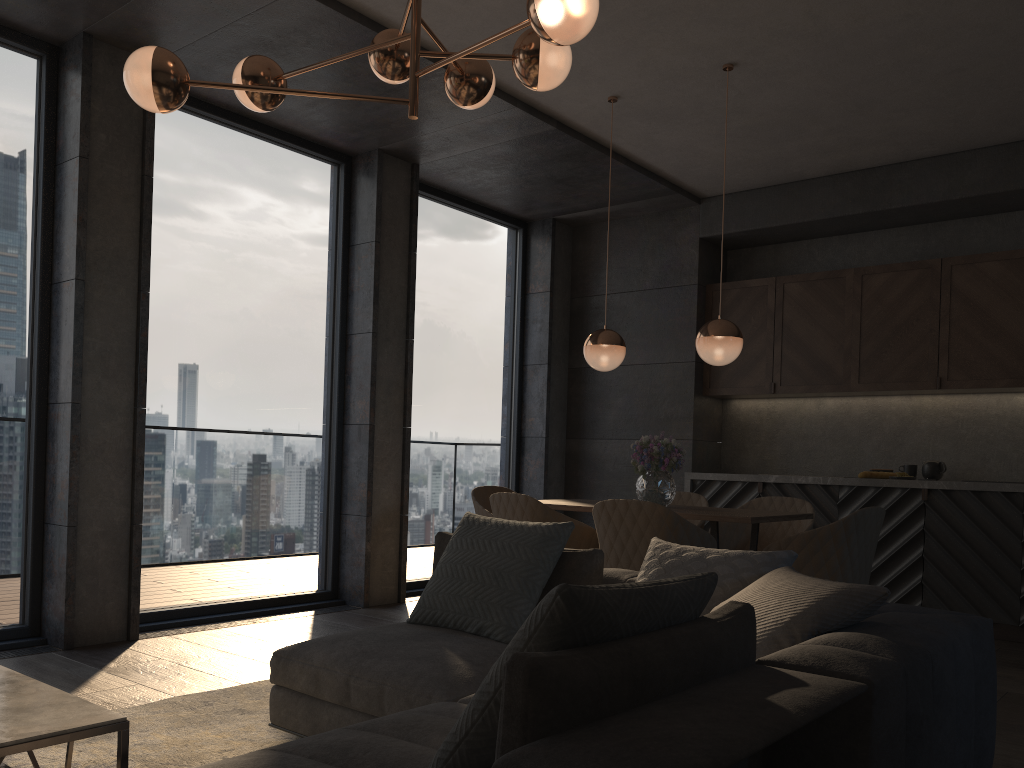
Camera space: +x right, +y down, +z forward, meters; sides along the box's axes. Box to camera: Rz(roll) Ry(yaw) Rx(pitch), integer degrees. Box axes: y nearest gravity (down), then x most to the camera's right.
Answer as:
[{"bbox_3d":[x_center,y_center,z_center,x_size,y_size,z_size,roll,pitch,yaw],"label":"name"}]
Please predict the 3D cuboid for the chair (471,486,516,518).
[{"bbox_3d":[0.030,1.039,5.317,0.510,0.835,0.556,1,-2,44],"label":"chair"}]

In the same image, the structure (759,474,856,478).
[{"bbox_3d":[2.176,0.675,6.385,0.610,0.017,0.506,-2,-7,39],"label":"structure"}]

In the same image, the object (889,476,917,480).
[{"bbox_3d":[2.616,0.631,5.910,0.170,0.020,0.170,4,-6,-25],"label":"object"}]

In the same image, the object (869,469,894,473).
[{"bbox_3d":[2.579,0.626,6.165,0.157,0.068,0.117,0,-4,24],"label":"object"}]

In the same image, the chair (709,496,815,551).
[{"bbox_3d":[1.396,1.048,4.930,0.555,0.835,0.511,1,-2,39],"label":"chair"}]

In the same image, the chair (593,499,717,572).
[{"bbox_3d":[0.640,0.948,4.089,0.555,0.835,0.511,1,-2,34],"label":"chair"}]

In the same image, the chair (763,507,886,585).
[{"bbox_3d":[1.436,0.978,4.137,0.510,0.835,0.556,1,-2,44],"label":"chair"}]

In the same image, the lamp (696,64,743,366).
[{"bbox_3d":[1.086,-0.864,4.540,0.239,1.543,0.239,2,0,15],"label":"lamp"}]

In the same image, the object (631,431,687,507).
[{"bbox_3d":[0.786,0.457,4.752,0.298,0.408,0.329,2,-2,10],"label":"object"}]

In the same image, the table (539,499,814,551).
[{"bbox_3d":[0.739,1.043,4.737,1.466,0.768,0.771,-1,-4,39],"label":"table"}]

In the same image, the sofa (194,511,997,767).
[{"bbox_3d":[-0.236,0.765,2.100,2.023,0.782,2.921,-2,-6,39],"label":"sofa"}]

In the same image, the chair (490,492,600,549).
[{"bbox_3d":[0.164,0.967,4.472,0.511,0.835,0.555,3,-2,-41],"label":"chair"}]

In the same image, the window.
[{"bbox_3d":[-2.224,-0.180,4.607,0.199,2.995,7.291,2,-3,39],"label":"window"}]

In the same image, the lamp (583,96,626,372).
[{"bbox_3d":[0.544,-0.841,4.982,0.239,1.543,0.239,2,0,45],"label":"lamp"}]

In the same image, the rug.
[{"bbox_3d":[-1.153,1.140,2.295,1.729,0.020,3.155,-2,-7,39],"label":"rug"}]

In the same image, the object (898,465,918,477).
[{"bbox_3d":[2.717,0.604,6.045,0.112,0.103,0.090,3,-2,-19],"label":"object"}]

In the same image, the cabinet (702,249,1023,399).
[{"bbox_3d":[2.918,-0.381,5.938,3.392,0.864,0.370,-2,-3,39],"label":"cabinet"}]

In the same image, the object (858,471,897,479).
[{"bbox_3d":[2.508,0.625,6.033,0.301,0.054,0.071,3,-3,-10],"label":"object"}]

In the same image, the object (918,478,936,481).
[{"bbox_3d":[2.599,0.636,5.976,0.490,0.040,0.285,-2,-6,34],"label":"object"}]

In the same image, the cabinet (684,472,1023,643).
[{"bbox_3d":[2.797,1.116,5.849,3.392,0.949,0.602,-2,-4,39],"label":"cabinet"}]

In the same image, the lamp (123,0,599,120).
[{"bbox_3d":[-0.359,-1.312,2.892,1.462,1.037,1.018,1,-3,15],"label":"lamp"}]

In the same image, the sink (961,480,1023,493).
[{"bbox_3d":[3.362,0.426,5.457,0.962,0.546,0.462,-1,-4,39],"label":"sink"}]

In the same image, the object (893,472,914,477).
[{"bbox_3d":[2.616,0.613,5.909,0.120,0.045,0.116,-3,-6,44],"label":"object"}]

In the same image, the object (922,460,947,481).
[{"bbox_3d":[2.835,0.582,5.945,0.136,0.137,0.153,1,-3,12],"label":"object"}]

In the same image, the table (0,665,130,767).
[{"bbox_3d":[-1.603,0.951,2.116,0.930,0.308,0.934,-2,-6,39],"label":"table"}]

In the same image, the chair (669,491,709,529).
[{"bbox_3d":[0.905,1.071,5.358,0.555,0.835,0.511,1,-2,34],"label":"chair"}]
